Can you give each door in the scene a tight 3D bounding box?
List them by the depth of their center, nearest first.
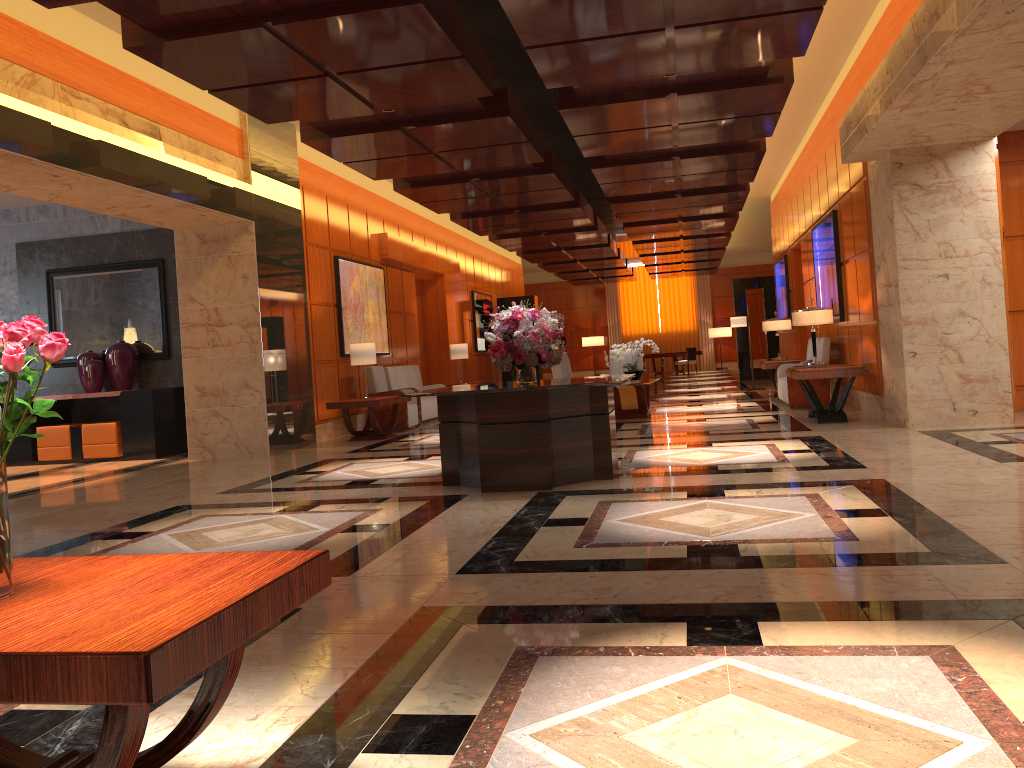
[{"bbox_3d":[5.404,-1.218,15.946,0.340,2.652,1.538,-4,0,11],"label":"door"},{"bbox_3d":[-1.786,-0.771,17.351,0.340,2.652,1.500,-4,0,11],"label":"door"}]

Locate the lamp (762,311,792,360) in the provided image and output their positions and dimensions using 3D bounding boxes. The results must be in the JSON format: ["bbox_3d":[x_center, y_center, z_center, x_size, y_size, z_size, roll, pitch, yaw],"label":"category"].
[{"bbox_3d":[4.289,-0.785,14.320,0.459,0.794,0.458,-4,0,-27],"label":"lamp"}]

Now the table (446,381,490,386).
[{"bbox_3d":[-0.896,0.246,16.716,0.724,0.534,1.169,-4,1,14],"label":"table"}]

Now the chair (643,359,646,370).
[{"bbox_3d":[4.162,-0.682,30.100,0.575,0.894,0.585,-4,0,39],"label":"chair"}]

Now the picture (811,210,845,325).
[{"bbox_3d":[4.426,-1.578,12.469,0.056,1.452,1.998,-4,1,11],"label":"picture"}]

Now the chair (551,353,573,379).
[{"bbox_3d":[0.857,0.077,11.139,0.629,0.961,0.737,-4,0,-10],"label":"chair"}]

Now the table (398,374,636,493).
[{"bbox_3d":[0.147,0.366,6.960,1.599,0.745,1.601,-4,1,11],"label":"table"}]

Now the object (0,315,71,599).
[{"bbox_3d":[-1.113,0.146,1.836,0.350,0.596,0.327,-4,0,31],"label":"object"}]

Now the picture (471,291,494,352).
[{"bbox_3d":[-0.686,-1.515,21.805,0.056,1.452,1.998,-4,1,11],"label":"picture"}]

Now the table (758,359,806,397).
[{"bbox_3d":[4.392,-0.072,14.233,0.725,0.607,1.271,-4,1,12],"label":"table"}]

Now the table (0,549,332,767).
[{"bbox_3d":[-1.054,0.709,1.857,1.167,0.534,0.725,-4,1,11],"label":"table"}]

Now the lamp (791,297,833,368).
[{"bbox_3d":[3.483,-0.598,10.244,0.458,0.810,0.459,-4,0,20],"label":"lamp"}]

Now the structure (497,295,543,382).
[{"bbox_3d":[0.218,-1.000,22.921,0.985,2.499,0.500,-4,0,11],"label":"structure"}]

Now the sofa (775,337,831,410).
[{"bbox_3d":[4.113,-0.175,12.545,0.612,0.932,1.800,-4,1,12],"label":"sofa"}]

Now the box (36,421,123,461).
[{"bbox_3d":[-5.408,0.716,11.326,1.131,0.427,0.490,-4,1,11],"label":"box"}]

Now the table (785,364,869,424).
[{"bbox_3d":[3.572,0.110,10.091,0.725,0.607,1.271,-4,1,12],"label":"table"}]

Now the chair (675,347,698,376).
[{"bbox_3d":[5.531,-0.709,27.917,0.585,0.894,0.575,-4,0,-36],"label":"chair"}]

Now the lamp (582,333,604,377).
[{"bbox_3d":[3.067,-1.086,33.159,0.812,1.661,0.809,-4,0,-39],"label":"lamp"}]

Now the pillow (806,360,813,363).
[{"bbox_3d":[4.182,-0.218,12.552,0.160,0.253,0.358,-4,1,8],"label":"pillow"}]

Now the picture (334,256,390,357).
[{"bbox_3d":[-2.289,-1.159,13.700,0.056,1.452,1.998,-4,1,11],"label":"picture"}]

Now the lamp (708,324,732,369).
[{"bbox_3d":[7.612,-1.367,32.258,0.812,1.661,0.809,-4,0,-39],"label":"lamp"}]

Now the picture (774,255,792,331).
[{"bbox_3d":[5.563,-1.831,18.218,0.056,1.452,1.998,-4,1,11],"label":"picture"}]

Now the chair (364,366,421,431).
[{"bbox_3d":[-1.754,0.198,12.985,0.628,0.961,0.738,-4,0,10],"label":"chair"}]

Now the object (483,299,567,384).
[{"bbox_3d":[0.102,-0.336,6.986,0.649,0.658,0.680,-4,1,2],"label":"object"}]

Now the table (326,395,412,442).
[{"bbox_3d":[-1.868,0.462,11.800,0.724,0.534,1.169,-4,1,14],"label":"table"}]

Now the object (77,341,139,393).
[{"bbox_3d":[-5.330,-0.223,11.582,0.861,0.652,0.520,-4,0,10],"label":"object"}]

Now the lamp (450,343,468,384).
[{"bbox_3d":[2.126,-0.425,11.086,0.335,0.734,12.986,-4,1,-29],"label":"lamp"}]

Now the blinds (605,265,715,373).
[{"bbox_3d":[5.522,-2.468,33.312,3.851,4.066,0.149,-4,-1,11],"label":"blinds"}]

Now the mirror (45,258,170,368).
[{"bbox_3d":[-5.420,-0.934,11.844,1.766,1.339,0.029,-4,-1,11],"label":"mirror"}]

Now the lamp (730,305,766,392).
[{"bbox_3d":[4.514,-0.694,17.047,0.526,1.661,0.360,-4,0,1],"label":"lamp"}]

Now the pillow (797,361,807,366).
[{"bbox_3d":[4.239,-0.226,12.983,0.195,0.227,0.344,-4,1,16],"label":"pillow"}]

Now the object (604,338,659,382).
[{"bbox_3d":[1.716,-0.340,12.606,0.788,0.617,0.417,-4,0,-11],"label":"object"}]

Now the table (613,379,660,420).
[{"bbox_3d":[1.676,0.224,12.495,0.722,0.496,1.561,-4,2,14],"label":"table"}]

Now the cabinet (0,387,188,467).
[{"bbox_3d":[-5.390,0.547,11.470,2.189,0.868,0.784,-4,1,11],"label":"cabinet"}]

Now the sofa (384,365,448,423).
[{"bbox_3d":[-1.550,0.148,14.593,0.612,0.932,1.800,-4,1,12],"label":"sofa"}]

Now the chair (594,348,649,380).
[{"bbox_3d":[1.727,-0.070,14.006,0.737,0.961,0.629,-4,0,30],"label":"chair"}]

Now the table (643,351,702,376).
[{"bbox_3d":[5.107,-0.646,28.840,2.108,0.742,0.783,-4,1,-18],"label":"table"}]
